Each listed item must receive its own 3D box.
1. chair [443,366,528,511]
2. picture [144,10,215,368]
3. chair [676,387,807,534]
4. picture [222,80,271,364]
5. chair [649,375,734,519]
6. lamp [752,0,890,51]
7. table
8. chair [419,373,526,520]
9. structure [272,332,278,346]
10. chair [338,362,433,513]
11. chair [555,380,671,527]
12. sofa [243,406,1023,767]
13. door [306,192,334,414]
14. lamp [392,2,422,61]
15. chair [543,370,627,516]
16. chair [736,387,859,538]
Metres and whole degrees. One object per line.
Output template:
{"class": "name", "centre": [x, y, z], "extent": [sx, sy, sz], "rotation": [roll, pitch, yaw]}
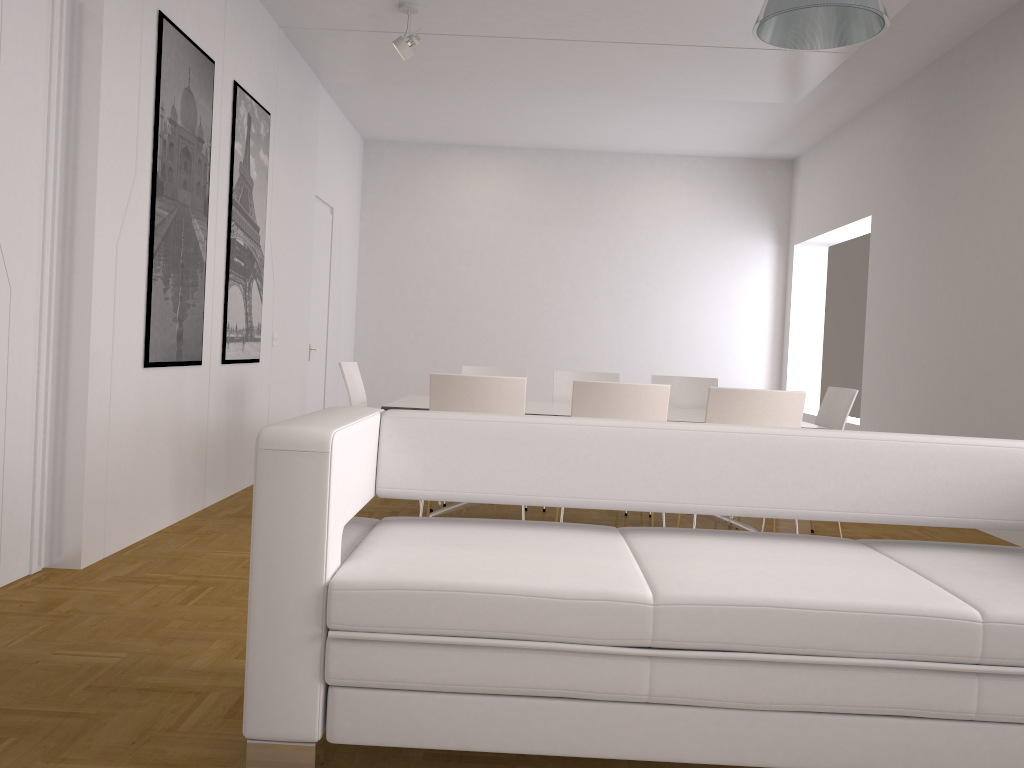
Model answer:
{"class": "chair", "centre": [-0.151, 0.354, 6.132], "extent": [0.561, 0.931, 0.575], "rotation": [3, 1, 1]}
{"class": "picture", "centre": [-1.785, -0.983, 4.810], "extent": [0.013, 1.779, 0.787], "rotation": [3, 1, 1]}
{"class": "chair", "centre": [1.176, 0.480, 4.559], "extent": [0.561, 0.931, 0.575], "rotation": [3, 1, 1]}
{"class": "picture", "centre": [-1.769, -1.027, 5.951], "extent": [0.016, 1.779, 0.787], "rotation": [3, 1, 1]}
{"class": "chair", "centre": [1.209, 0.421, 6.115], "extent": [0.561, 0.931, 0.575], "rotation": [3, 1, 1]}
{"class": "lamp", "centre": [1.126, -1.888, 3.150], "extent": [0.464, 1.249, 0.465], "rotation": [3, 1, 0]}
{"class": "table", "centre": [0.491, 0.516, 5.348], "extent": [2.411, 0.722, 1.211], "rotation": [3, 2, 1]}
{"class": "chair", "centre": [-0.184, 0.412, 4.575], "extent": [0.561, 0.931, 0.575], "rotation": [3, 1, 1]}
{"class": "structure", "centre": [-1.801, -0.342, 6.742], "extent": [0.013, 0.104, 0.114], "rotation": [3, 2, 1]}
{"class": "chair", "centre": [-0.767, 0.346, 5.344], "extent": [0.575, 0.931, 0.561], "rotation": [3, 1, 1]}
{"class": "chair", "centre": [0.516, 0.447, 4.567], "extent": [0.561, 0.931, 0.575], "rotation": [3, 1, 1]}
{"class": "sofa", "centre": [0.699, 0.566, 2.427], "extent": [2.622, 0.848, 0.823], "rotation": [3, 2, 1]}
{"class": "door", "centre": [-1.930, -0.602, 8.759], "extent": [0.132, 2.452, 0.872], "rotation": [3, 1, 1]}
{"class": "lamp", "centre": [-0.721, -2.355, 5.950], "extent": [0.174, 0.364, 0.167], "rotation": [4, 2, 43]}
{"class": "chair", "centre": [0.509, 0.386, 6.124], "extent": [0.561, 0.931, 0.575], "rotation": [3, 1, 1]}
{"class": "chair", "centre": [1.716, 0.477, 5.314], "extent": [0.575, 0.931, 0.561], "rotation": [3, 1, 1]}
